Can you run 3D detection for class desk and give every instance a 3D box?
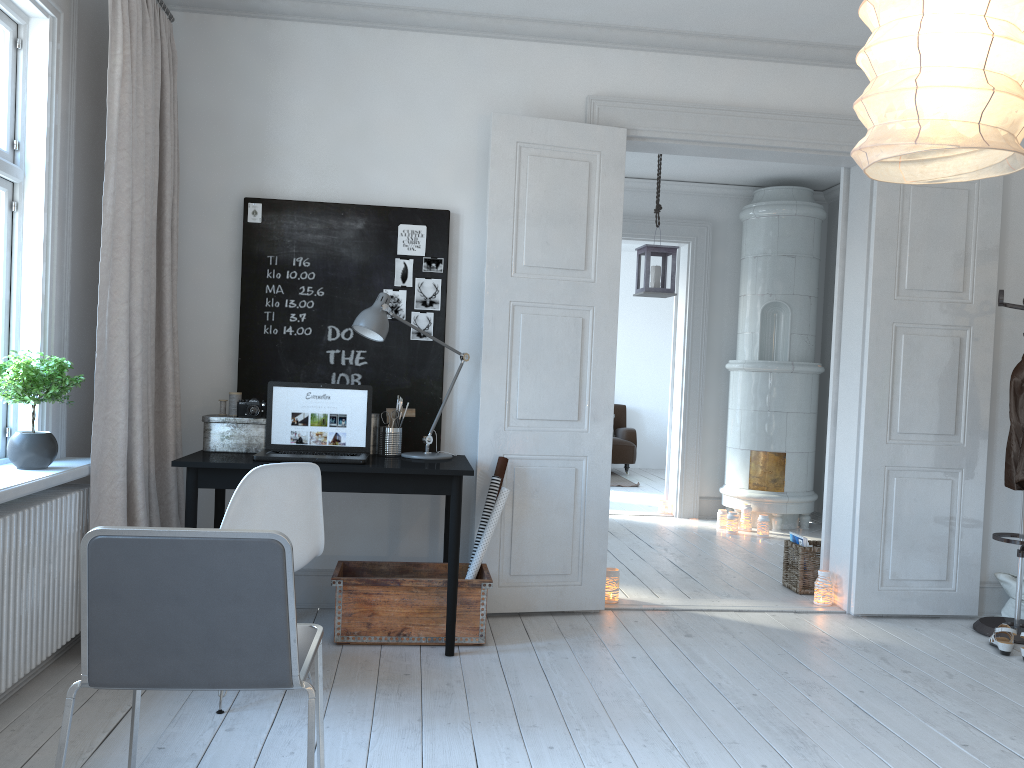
[{"bbox_3d":[-0.778,0.693,3.785,1.159,0.759,0.650,2,1,-6],"label":"desk"}]

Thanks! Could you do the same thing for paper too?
[{"bbox_3d":[-0.148,0.766,3.886,0.283,0.627,0.041,2,2,-28],"label":"paper"},{"bbox_3d":[-0.134,0.705,4.016,0.048,0.747,0.297,4,2,39],"label":"paper"},{"bbox_3d":[-0.155,0.748,3.945,0.043,0.669,0.266,4,2,39],"label":"paper"}]

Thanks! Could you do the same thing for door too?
[{"bbox_3d":[0.786,-0.147,7.530,2.599,2.506,0.577,2,2,-6],"label":"door"},{"bbox_3d":[1.116,-0.104,4.534,2.599,2.506,0.577,2,2,-6],"label":"door"}]

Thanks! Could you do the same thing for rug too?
[{"bbox_3d":[0.471,1.039,10.165,1.710,0.055,1.455,2,1,-6],"label":"rug"}]

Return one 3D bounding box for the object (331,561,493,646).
[{"bbox_3d":[-0.434,0.945,3.831,0.665,0.282,0.339,2,1,-6],"label":"object"}]

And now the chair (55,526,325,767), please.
[{"bbox_3d":[-0.713,0.692,2.092,0.562,0.798,0.524,2,1,-6],"label":"chair"}]

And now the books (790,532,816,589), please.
[{"bbox_3d":[1.699,1.003,5.025,0.201,0.300,0.179,2,1,-6],"label":"books"}]

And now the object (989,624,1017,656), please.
[{"bbox_3d":[2.228,1.138,4.026,0.099,0.126,0.272,3,1,26],"label":"object"}]

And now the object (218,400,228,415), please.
[{"bbox_3d":[-1.280,0.104,3.926,0.040,0.069,0.040,2,1,-18],"label":"object"}]

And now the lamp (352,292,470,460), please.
[{"bbox_3d":[-0.442,-0.029,3.921,0.617,0.716,0.230,2,2,-35],"label":"lamp"}]

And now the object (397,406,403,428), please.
[{"bbox_3d":[-0.518,0.211,3.993,0.009,0.222,0.082,3,2,23],"label":"object"}]

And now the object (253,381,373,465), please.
[{"bbox_3d":[-0.816,0.157,3.677,0.445,0.315,0.325,2,1,-6],"label":"object"}]

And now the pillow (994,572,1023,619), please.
[{"bbox_3d":[2.656,1.057,4.473,0.317,0.314,0.273,2,1,-6],"label":"pillow"}]

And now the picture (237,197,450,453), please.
[{"bbox_3d":[-0.792,-0.258,4.180,0.953,1.173,0.064,2,2,-6],"label":"picture"}]

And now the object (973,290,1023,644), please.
[{"bbox_3d":[2.470,0.378,4.254,0.374,1.659,0.374,3,2,1],"label":"object"}]

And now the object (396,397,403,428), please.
[{"bbox_3d":[-0.521,0.188,4.001,0.012,0.264,0.062,4,2,36],"label":"object"}]

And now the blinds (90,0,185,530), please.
[{"bbox_3d":[-1.460,-0.282,3.615,0.225,2.648,0.830,2,2,-6],"label":"blinds"}]

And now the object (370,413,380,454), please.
[{"bbox_3d":[-0.644,0.229,4.046,0.079,0.188,0.079,2,2,-27],"label":"object"}]

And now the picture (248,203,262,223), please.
[{"bbox_3d":[-1.186,-0.790,4.090,0.061,0.088,0.004,2,2,-10],"label":"picture"}]

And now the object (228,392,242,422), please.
[{"bbox_3d":[-1.218,0.103,3.866,0.056,0.130,0.167,2,1,-8],"label":"object"}]

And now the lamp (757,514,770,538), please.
[{"bbox_3d":[1.907,1.077,6.726,0.089,0.166,0.089,2,1,-7],"label":"lamp"}]

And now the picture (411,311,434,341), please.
[{"bbox_3d":[-0.425,-0.275,4.189,0.103,0.136,0.001,2,2,-6],"label":"picture"}]

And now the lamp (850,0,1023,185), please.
[{"bbox_3d":[0.884,-1.043,1.763,0.338,1.232,0.340,3,2,25],"label":"lamp"}]

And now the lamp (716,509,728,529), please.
[{"bbox_3d":[1.671,1.073,7.048,0.084,0.146,0.084,2,1,-2],"label":"lamp"}]

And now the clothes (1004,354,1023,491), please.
[{"bbox_3d":[2.470,0.139,4.176,0.237,0.770,0.211,3,2,27],"label":"clothes"}]

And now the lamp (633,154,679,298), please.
[{"bbox_3d":[0.979,-1.462,5.828,0.228,1.763,0.228,2,2,-10],"label":"lamp"}]

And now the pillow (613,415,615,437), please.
[{"bbox_3d":[1.034,0.505,11.082,0.542,0.288,0.183,2,1,-5],"label":"pillow"}]

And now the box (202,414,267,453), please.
[{"bbox_3d":[-1.191,0.218,3.897,0.317,0.152,0.193,2,1,-6],"label":"box"}]

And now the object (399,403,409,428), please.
[{"bbox_3d":[-0.506,0.202,3.988,0.084,0.240,0.009,2,2,-29],"label":"object"}]

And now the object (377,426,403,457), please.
[{"bbox_3d":[-0.548,0.258,3.985,0.108,0.128,0.108,3,1,9],"label":"object"}]

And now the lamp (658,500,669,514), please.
[{"bbox_3d":[1.305,1.061,7.639,0.093,0.110,0.093,3,1,11],"label":"lamp"}]

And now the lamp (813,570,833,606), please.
[{"bbox_3d":[1.635,1.070,4.653,0.093,0.180,0.092,2,1,-23],"label":"lamp"}]

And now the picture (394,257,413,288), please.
[{"bbox_3d":[-0.509,-0.524,4.172,0.083,0.146,0.002,2,2,-6],"label":"picture"}]

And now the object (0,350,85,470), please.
[{"bbox_3d":[-1.649,0.086,3.039,0.271,0.407,0.309,4,2,44],"label":"object"}]

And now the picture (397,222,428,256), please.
[{"bbox_3d":[-0.469,-0.682,4.171,0.147,0.154,0.004,2,2,-6],"label":"picture"}]

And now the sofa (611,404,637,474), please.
[{"bbox_3d":[0.410,0.632,10.912,2.165,0.825,0.968,2,1,-6],"label":"sofa"}]

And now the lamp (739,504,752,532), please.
[{"bbox_3d":[1.839,1.050,6.966,0.098,0.210,0.098,2,1,-2],"label":"lamp"}]

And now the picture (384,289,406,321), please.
[{"bbox_3d":[-0.553,-0.373,4.171,0.107,0.150,0.001,2,2,-6],"label":"picture"}]

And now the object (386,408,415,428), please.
[{"bbox_3d":[-0.507,0.216,4.043,0.138,0.209,0.034,2,2,-26],"label":"object"}]

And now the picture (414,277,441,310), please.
[{"bbox_3d":[-0.397,-0.427,4.187,0.121,0.153,0.002,2,2,-6],"label":"picture"}]

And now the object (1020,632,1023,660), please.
[{"bbox_3d":[2.333,1.144,3.896,0.272,0.126,0.099,2,1,-34],"label":"object"}]

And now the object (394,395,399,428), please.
[{"bbox_3d":[-0.526,0.185,4.000,0.008,0.268,0.060,3,2,10],"label":"object"}]

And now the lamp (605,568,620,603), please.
[{"bbox_3d":[0.501,1.026,4.516,0.089,0.166,0.089,2,1,-14],"label":"lamp"}]

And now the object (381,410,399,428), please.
[{"bbox_3d":[-0.558,0.217,3.994,0.081,0.198,0.050,3,2,19],"label":"object"}]

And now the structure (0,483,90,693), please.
[{"bbox_3d":[-1.639,0.666,2.733,0.195,0.547,1.505,2,1,-6],"label":"structure"}]

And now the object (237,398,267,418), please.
[{"bbox_3d":[-1.116,0.103,3.810,0.137,0.087,0.073,2,1,-6],"label":"object"}]

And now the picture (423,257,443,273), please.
[{"bbox_3d":[-0.372,-0.564,4.186,0.095,0.071,0.001,2,2,-6],"label":"picture"}]

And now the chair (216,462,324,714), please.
[{"bbox_3d":[-0.924,0.659,3.124,0.474,0.824,0.554,1,2,-41],"label":"chair"}]

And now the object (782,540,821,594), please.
[{"bbox_3d":[1.710,1.036,5.027,0.270,0.265,0.223,2,1,-6],"label":"object"}]

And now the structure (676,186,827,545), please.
[{"bbox_3d":[2.023,-0.169,7.119,0.800,2.829,1.248,4,2,39],"label":"structure"}]

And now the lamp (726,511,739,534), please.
[{"bbox_3d":[1.696,1.067,6.817,0.089,0.166,0.089,2,1,-5],"label":"lamp"}]
